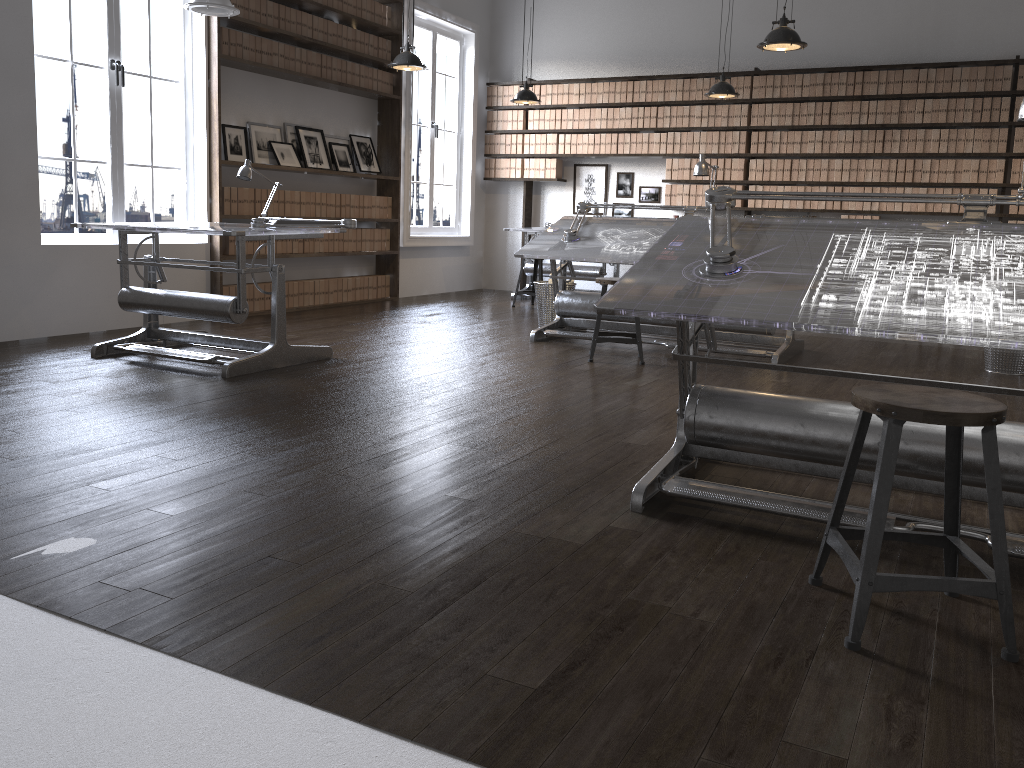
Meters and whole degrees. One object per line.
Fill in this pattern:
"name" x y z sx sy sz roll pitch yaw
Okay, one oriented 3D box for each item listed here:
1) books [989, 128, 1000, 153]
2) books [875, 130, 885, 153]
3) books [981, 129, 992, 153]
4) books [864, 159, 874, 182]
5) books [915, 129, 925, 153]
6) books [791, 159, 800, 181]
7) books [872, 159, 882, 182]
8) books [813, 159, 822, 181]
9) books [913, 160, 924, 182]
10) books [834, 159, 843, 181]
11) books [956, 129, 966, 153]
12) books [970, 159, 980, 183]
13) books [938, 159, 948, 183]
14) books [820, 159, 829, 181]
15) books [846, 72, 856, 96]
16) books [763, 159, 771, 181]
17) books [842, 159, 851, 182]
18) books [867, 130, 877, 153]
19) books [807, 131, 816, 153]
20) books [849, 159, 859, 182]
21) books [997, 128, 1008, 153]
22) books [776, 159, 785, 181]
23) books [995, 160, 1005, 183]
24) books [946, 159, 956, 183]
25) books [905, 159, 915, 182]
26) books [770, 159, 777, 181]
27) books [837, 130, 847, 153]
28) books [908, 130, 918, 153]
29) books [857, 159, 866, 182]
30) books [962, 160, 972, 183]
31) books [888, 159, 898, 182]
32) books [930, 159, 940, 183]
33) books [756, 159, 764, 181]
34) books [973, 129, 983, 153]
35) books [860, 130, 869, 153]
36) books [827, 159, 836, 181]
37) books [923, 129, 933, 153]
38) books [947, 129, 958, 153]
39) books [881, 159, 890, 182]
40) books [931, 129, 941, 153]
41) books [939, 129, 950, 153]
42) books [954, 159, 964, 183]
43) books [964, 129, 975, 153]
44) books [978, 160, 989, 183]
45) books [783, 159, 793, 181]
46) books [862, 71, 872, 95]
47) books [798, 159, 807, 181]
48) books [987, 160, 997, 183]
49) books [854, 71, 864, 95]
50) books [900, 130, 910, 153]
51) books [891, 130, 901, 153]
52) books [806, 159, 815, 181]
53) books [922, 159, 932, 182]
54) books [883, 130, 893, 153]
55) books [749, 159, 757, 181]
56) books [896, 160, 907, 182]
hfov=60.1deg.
"books" 4.424 -2.222 8.127 0.067 0.224 0.175 6 10 27
"books" 3.564 -2.333 8.566 0.067 0.224 0.175 6 10 27
"books" 4.366 -2.228 8.152 0.067 0.224 0.175 6 10 27
"books" 3.491 -2.070 8.638 0.067 0.224 0.175 6 10 27
"books" 3.878 -2.292 8.403 0.067 0.224 0.175 6 10 27
"books" 2.880 -2.150 8.956 0.067 0.224 0.175 6 10 27
"books" 3.554 -2.061 8.602 0.067 0.224 0.175 6 10 27
"books" 3.068 -2.126 8.859 0.067 0.224 0.175 6 10 27
"books" 3.876 -2.020 8.444 0.067 0.224 0.175 6 10 27
"books" 3.241 -2.102 8.766 0.067 0.224 0.175 6 10 27
"books" 4.184 -2.254 8.253 0.067 0.224 0.175 6 10 27
"books" 4.296 -1.964 8.222 0.067 0.224 0.175 6 10 27
"books" 4.064 -1.995 8.346 0.067 0.224 0.175 6 10 27
"books" 3.125 -2.117 8.823 0.067 0.224 0.175 6 10 27
"books" 3.312 -2.913 8.637 0.067 0.224 0.175 6 10 27
"books" 2.630 -2.181 9.077 0.067 0.224 0.175 6 10 27
"books" 3.304 -2.094 8.732 0.067 0.224 0.175 6 10 27
"books" 3.501 -2.343 8.604 0.067 0.224 0.175 6 10 27
"books" 3.007 -2.407 8.854 0.067 0.224 0.175 6 10 27
"books" 3.368 -2.086 8.703 0.067 0.224 0.175 6 10 27
"books" 4.486 -2.214 8.096 0.067 0.224 0.175 6 10 27
"books" 2.748 -2.168 9.024 0.067 0.224 0.175 6 10 27
"books" 4.477 -1.940 8.128 0.067 0.224 0.175 6 10 27
"books" 4.121 -1.986 8.310 0.067 0.224 0.175 6 10 27
"books" 3.807 -2.028 8.473 0.067 0.224 0.175 6 10 27
"books" 2.689 -2.175 9.052 0.067 0.224 0.175 6 10 27
"books" 3.257 -2.374 8.726 0.067 0.224 0.175 6 10 27
"books" 3.821 -2.301 8.439 0.067 0.224 0.175 6 10 27
"books" 3.431 -2.078 8.673 0.067 0.224 0.175 6 10 27
"books" 4.238 -1.972 8.254 0.067 0.224 0.175 6 10 27
"books" 3.676 -2.046 8.544 0.067 0.224 0.175 6 10 27
"books" 4.002 -2.003 8.379 0.067 0.224 0.175 6 10 27
"books" 2.566 -2.190 9.110 0.067 0.224 0.175 6 10 27
"books" 4.307 -2.236 8.182 0.067 0.224 0.175 6 10 27
"books" 3.442 -2.350 8.632 0.067 0.224 0.175 6 10 27
"books" 3.186 -2.110 8.796 0.067 0.224 0.175 6 10 27
"books" 3.939 -2.285 8.377 0.067 0.224 0.175 6 10 27
"books" 4.122 -2.261 8.283 0.067 0.224 0.175 6 10 27
"books" 3.618 -2.052 8.569 0.067 0.224 0.175 6 10 27
"books" 3.994 -2.277 8.347 0.067 0.224 0.175 6 10 27
"books" 4.058 -2.269 8.312 0.067 0.224 0.175 6 10 27
"books" 4.183 -1.979 8.284 0.067 0.224 0.175 6 10 27
"books" 4.244 -2.245 8.218 0.067 0.224 0.175 6 10 27
"books" 4.360 -1.956 8.193 0.067 0.224 0.175 6 10 27
"books" 2.811 -2.158 8.985 0.067 0.224 0.175 6 10 27
"books" 3.444 -2.896 8.569 0.067 0.224 0.175 6 10 27
"books" 2.940 -2.141 8.920 0.067 0.224 0.175 6 10 27
"books" 4.422 -1.949 8.163 0.067 0.224 0.175 6 10 27
"books" 3.376 -2.904 8.598 0.067 0.224 0.175 6 10 27
"books" 3.758 -2.309 8.471 0.067 0.224 0.175 6 10 27
"books" 3.694 -2.317 8.500 0.067 0.224 0.175 6 10 27
"books" 3.005 -2.134 8.891 0.067 0.224 0.175 6 10 27
"books" 3.937 -2.011 8.407 0.067 0.224 0.175 6 10 27
"books" 3.633 -2.326 8.536 0.067 0.224 0.175 6 10 27
"books" 2.504 -2.199 9.146 0.067 0.224 0.175 6 10 27
"books" 3.744 -2.037 8.512 0.067 0.224 0.175 6 10 27
